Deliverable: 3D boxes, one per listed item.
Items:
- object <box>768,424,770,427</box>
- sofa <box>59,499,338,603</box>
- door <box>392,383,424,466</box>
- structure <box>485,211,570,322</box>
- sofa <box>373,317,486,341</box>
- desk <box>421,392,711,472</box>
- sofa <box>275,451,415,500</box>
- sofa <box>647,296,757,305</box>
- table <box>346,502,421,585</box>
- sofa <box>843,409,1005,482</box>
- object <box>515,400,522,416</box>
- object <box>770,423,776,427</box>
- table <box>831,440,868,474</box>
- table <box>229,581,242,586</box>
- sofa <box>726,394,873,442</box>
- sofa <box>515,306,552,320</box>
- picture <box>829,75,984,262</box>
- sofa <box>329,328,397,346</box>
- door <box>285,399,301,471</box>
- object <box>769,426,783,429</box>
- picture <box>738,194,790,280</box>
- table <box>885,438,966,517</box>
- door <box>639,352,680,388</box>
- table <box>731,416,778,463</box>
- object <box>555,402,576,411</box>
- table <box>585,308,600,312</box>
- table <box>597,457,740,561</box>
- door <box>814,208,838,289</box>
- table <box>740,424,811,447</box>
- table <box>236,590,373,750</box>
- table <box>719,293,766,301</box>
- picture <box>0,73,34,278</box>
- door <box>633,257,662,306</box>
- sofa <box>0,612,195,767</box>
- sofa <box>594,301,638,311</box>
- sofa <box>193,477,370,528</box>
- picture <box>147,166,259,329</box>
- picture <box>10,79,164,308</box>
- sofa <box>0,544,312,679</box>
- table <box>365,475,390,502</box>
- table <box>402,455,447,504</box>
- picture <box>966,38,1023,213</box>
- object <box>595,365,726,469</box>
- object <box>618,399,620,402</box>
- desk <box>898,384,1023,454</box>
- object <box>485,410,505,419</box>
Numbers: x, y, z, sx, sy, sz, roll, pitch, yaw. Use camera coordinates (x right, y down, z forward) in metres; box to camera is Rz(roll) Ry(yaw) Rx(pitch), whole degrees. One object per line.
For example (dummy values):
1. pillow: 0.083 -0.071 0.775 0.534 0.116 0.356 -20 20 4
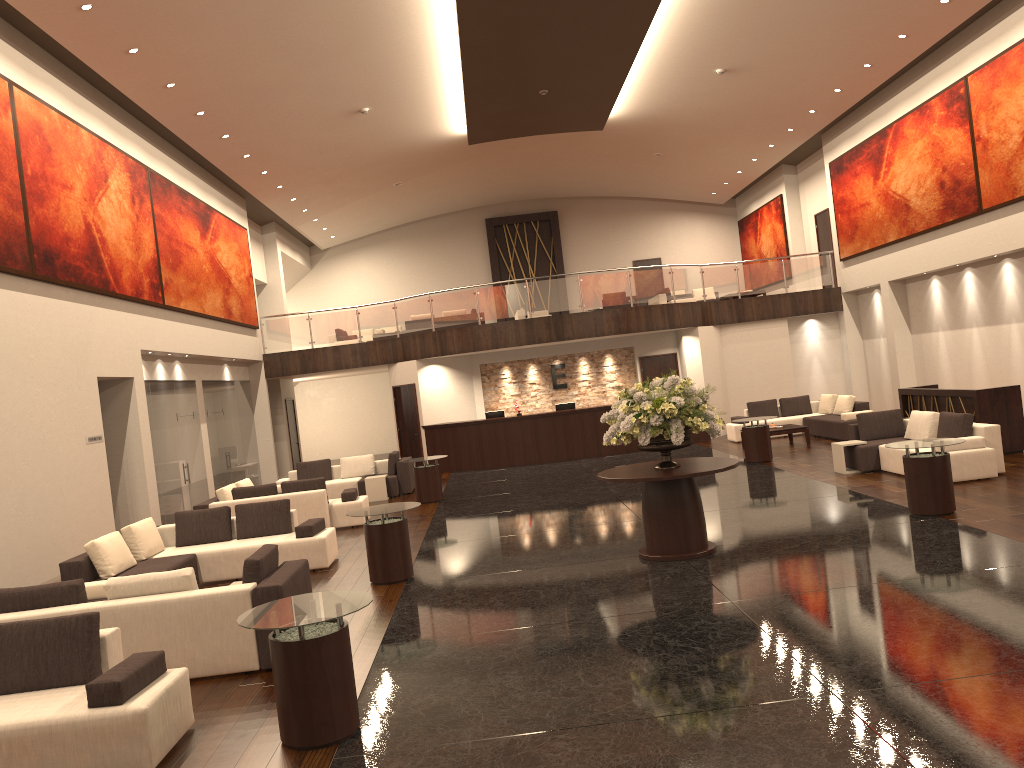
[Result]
1. object: 5.427 0.886 18.883 0.119 0.106 0.119 -7 0 22
2. sofa: -3.550 2.002 10.145 2.586 0.862 3.366 -7 0 -1
3. door: -2.584 1.125 22.263 0.104 2.232 0.990 -7 0 -41
4. structure: 0.566 -3.755 30.764 2.524 4.236 0.187 -7 0 -1
5. sofa: -2.489 -1.672 27.259 3.366 0.862 2.586 -7 0 -1
6. desk: 1.381 1.192 21.609 7.146 1.171 1.674 -7 0 0
7. sofa: -3.471 1.944 18.109 2.846 0.862 1.291 -7 0 -1
8. sofa: 6.153 -2.699 27.957 3.366 0.862 2.586 -7 0 -1
9. table: -1.377 1.779 9.844 0.833 0.795 0.844 -7 0 -41
10. sofa: 5.928 0.862 13.063 1.291 0.862 2.846 -7 0 -2
11. object: 0.142 0.563 21.130 0.163 0.390 0.165 -7 0 6
12. object: 5.512 0.877 18.754 0.119 0.106 0.119 -7 0 -20
13. table: 5.278 1.138 13.830 0.400 0.460 0.400 -7 0 -1
14. table: -2.409 2.082 8.214 0.400 0.460 0.400 -7 0 -1
15. sofa: 6.350 0.773 19.521 2.586 0.862 3.366 -7 0 -1
16. sofa: 0.781 -2.063 27.968 1.291 0.862 2.846 -7 0 -1
17. picture: 8.326 -4.364 19.347 0.070 2.526 6.485 -7 0 -1
18. sofa: -4.119 -1.488 28.718 3.366 0.862 2.586 -7 0 -1
19. door: -6.128 1.528 24.873 0.104 2.232 0.990 -7 0 -1
20. object: 5.487 0.915 18.624 0.437 0.040 0.154 -6 0 44
21. picture: 8.084 -4.392 28.580 0.070 2.526 4.515 -7 0 -1
22. table: 4.695 1.059 10.001 0.833 0.795 0.844 -7 0 -41
23. door: 3.894 0.351 22.917 0.990 2.232 0.104 -7 0 -1
24. table: 4.528 1.040 16.391 0.833 0.795 0.844 -6 0 38
25. object: 1.306 0.704 21.423 0.483 0.485 0.189 -7 0 -1
26. table: 2.483 -2.056 27.104 0.400 0.460 0.400 -7 0 -1
27. table: 1.721 1.351 9.522 1.498 0.921 1.498 -7 0 -10
28. door: 8.709 -3.670 24.559 0.104 2.232 0.990 -7 0 -1
29. table: 5.527 1.119 18.672 1.100 0.380 1.100 -7 0 -1
30. table: -1.235 1.788 5.524 0.833 0.795 0.844 -7 0 -41
31. table: 6.999 -2.551 26.889 1.100 0.380 1.100 -7 0 -1
32. picture: -6.168 -2.585 8.939 0.070 2.526 4.515 -7 0 -1
33. door: 4.839 -3.251 30.968 0.990 2.232 0.104 -7 0 -1
34. sofa: -3.401 2.019 4.474 2.586 0.862 3.366 -7 0 -1
35. sofa: 3.092 -2.337 27.903 1.291 0.862 2.846 -7 0 -1
36. sofa: -3.708 1.988 15.492 2.586 0.862 3.366 -7 0 -1
37. picture: -6.431 -2.615 18.965 0.070 2.526 6.485 -7 0 -1
38. picture: -6.286 -2.599 13.455 0.070 2.526 4.515 -7 0 -1
39. sofa: -3.194 1.976 7.535 2.846 0.862 1.291 -7 0 -2
40. table: -2.652 2.055 17.473 0.400 0.460 0.400 -7 0 -1
41. table: -1.544 1.760 16.234 0.833 0.795 0.844 -6 0 38
42. picture: 8.471 -4.348 13.837 0.070 2.526 4.515 -7 0 -1
43. object: 1.576 0.353 9.518 1.402 1.097 1.453 -6 0 45
44. object: 2.821 0.524 21.641 0.483 0.485 0.189 -7 0 -26
45. desk: 7.528 0.568 14.991 0.700 1.043 2.606 -7 0 -1
46. object: -0.398 0.905 21.650 0.483 0.485 0.189 -7 0 14
